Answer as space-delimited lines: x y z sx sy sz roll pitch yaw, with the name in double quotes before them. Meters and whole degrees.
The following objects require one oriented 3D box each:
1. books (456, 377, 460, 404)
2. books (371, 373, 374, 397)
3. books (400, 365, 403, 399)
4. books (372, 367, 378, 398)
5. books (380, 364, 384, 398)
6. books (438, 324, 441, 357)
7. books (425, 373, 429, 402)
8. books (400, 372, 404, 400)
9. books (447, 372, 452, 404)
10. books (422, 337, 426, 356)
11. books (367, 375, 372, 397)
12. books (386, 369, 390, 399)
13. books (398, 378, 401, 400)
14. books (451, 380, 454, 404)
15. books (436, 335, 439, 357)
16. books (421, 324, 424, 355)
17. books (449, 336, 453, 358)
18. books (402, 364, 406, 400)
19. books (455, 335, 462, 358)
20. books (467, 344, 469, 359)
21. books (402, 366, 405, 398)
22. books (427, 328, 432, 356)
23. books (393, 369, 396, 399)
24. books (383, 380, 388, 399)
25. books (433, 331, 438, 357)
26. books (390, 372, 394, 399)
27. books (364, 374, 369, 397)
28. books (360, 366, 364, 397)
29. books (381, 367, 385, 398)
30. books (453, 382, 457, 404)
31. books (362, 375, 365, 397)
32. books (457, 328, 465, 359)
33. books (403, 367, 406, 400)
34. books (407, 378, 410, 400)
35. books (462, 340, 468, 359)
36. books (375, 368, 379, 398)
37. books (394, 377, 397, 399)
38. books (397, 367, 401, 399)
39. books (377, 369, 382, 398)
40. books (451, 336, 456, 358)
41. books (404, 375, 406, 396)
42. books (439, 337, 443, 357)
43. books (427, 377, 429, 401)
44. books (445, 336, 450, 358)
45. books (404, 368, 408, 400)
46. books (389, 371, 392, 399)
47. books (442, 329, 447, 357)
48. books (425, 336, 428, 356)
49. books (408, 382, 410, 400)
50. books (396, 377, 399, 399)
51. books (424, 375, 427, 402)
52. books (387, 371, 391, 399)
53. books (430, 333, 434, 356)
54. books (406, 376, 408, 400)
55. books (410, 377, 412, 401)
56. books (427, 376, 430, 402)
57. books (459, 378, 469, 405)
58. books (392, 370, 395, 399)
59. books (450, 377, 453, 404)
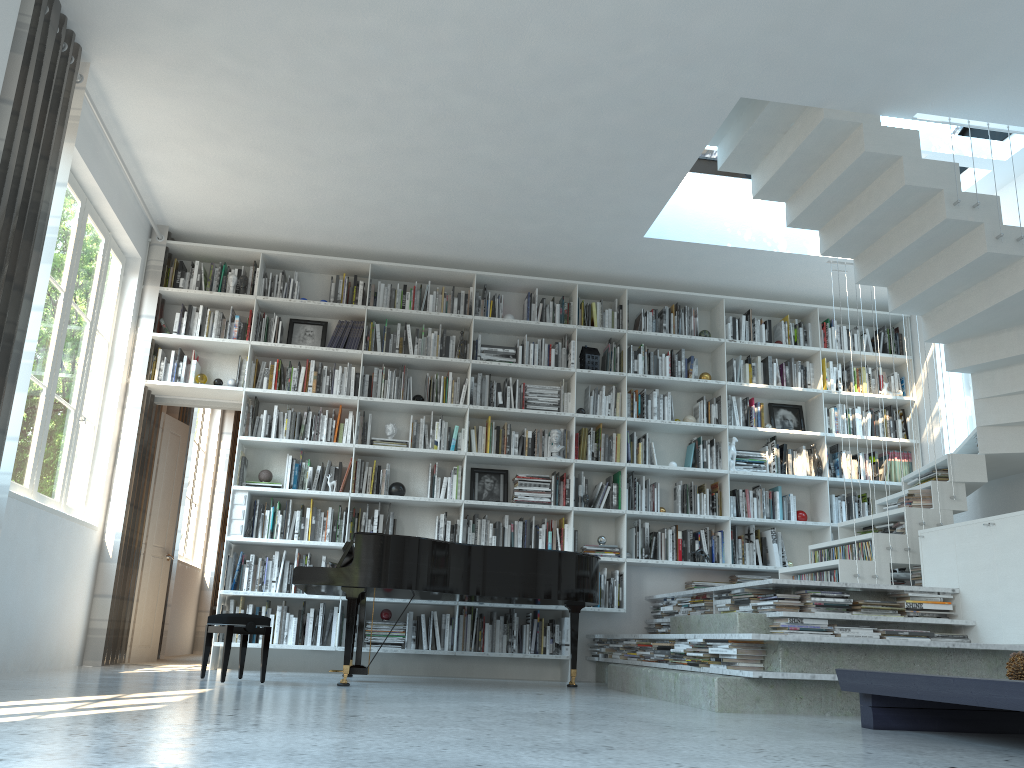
"books" -0.437 0.088 7.054 0.022 0.256 0.155 5 -16 -8
"books" -1.099 0.045 6.965 0.012 0.239 0.134 5 -16 -8
"books" -0.877 0.024 7.008 0.004 0.320 0.153 5 -16 -8
"books" -1.079 0.025 6.966 0.026 0.278 0.151 5 -16 -8
"books" -1.027 0.014 6.988 0.011 0.316 0.155 5 -16 -8
"books" -0.590 -0.306 7.131 0.011 0.312 0.184 5 -16 -8
"books" -0.681 0.064 7.043 0.012 0.275 0.129 5 -16 -8
"books" -0.871 0.051 6.994 0.010 0.261 0.158 5 -16 -8
"books" -0.503 0.069 7.047 0.022 0.283 0.190 5 -16 -8
"books" -0.711 -0.258 7.132 0.024 0.211 0.128 5 -16 -8
"books" -1.119 0.057 6.972 0.024 0.218 0.140 5 -16 -8
"books" -0.977 0.036 6.960 0.009 0.262 0.190 5 -16 -8
"books" -0.889 0.076 7.005 0.012 0.216 0.133 5 -16 -8
"books" -0.479 0.101 7.053 0.011 0.229 0.166 5 -16 -8
"books" -0.605 -0.264 7.128 0.013 0.230 0.142 5 -16 -8
"books" -0.723 -0.312 7.118 0.012 0.307 0.145 5 -16 -8
"books" -0.502 -0.253 7.138 0.022 0.222 0.161 5 -16 -8
"books" -0.859 0.022 7.015 0.005 0.330 0.162 5 -16 -8
"books" -0.438 -0.269 7.149 0.055 0.263 0.167 5 -16 -8
"books" -0.364 -0.220 7.181 0.019 0.193 0.098 5 -16 -8
"books" -0.864 0.029 7.015 0.005 0.315 0.157 5 -16 -8
"books" -0.673 -0.294 7.134 0.026 0.285 0.138 5 -16 -8
"books" -0.928 0.037 6.984 0.011 0.278 0.169 5 -16 -8
"books" -1.000 0.078 6.971 0.029 0.186 0.149 5 -16 -8
"books" -0.625 -0.279 7.132 0.028 0.260 0.136 5 -16 -8
"books" -0.949 0.049 6.988 0.011 0.255 0.152 5 -16 -8
"books" -1.146 0.052 6.970 0.029 0.224 0.137 5 -16 -8
"books" -1.178 0.018 6.966 0.012 0.284 0.160 5 -16 -8
"books" -1.014 0.025 6.965 0.010 0.282 0.184 5 -16 -8
"books" -0.462 0.109 7.054 0.024 0.215 0.142 5 -16 -8
"books" -1.164 0.052 6.941 0.015 0.207 0.186 5 -16 -8
"books" -0.422 -0.286 7.156 0.058 0.301 0.175 5 -16 -8
"books" -0.854 0.034 7.011 0.005 0.304 0.163 5 -16 -8
"books" -0.825 0.080 7.010 0.012 0.217 0.151 5 -16 -8
"books" -0.386 -0.232 7.173 0.028 0.211 0.135 5 -16 -8
"books" -1.060 0.027 6.965 0.012 0.275 0.157 5 -16 -8
"books" -0.918 0.069 6.970 0.011 0.208 0.181 5 -16 -8
"books" -0.895 0.033 6.989 0.011 0.290 0.177 5 -16 -8
"books" -1.043 0.036 6.966 0.024 0.261 0.178 5 -16 -8
"books" -0.481 -0.254 7.158 0.025 0.236 0.153 5 -16 -8
"books" -0.849 0.044 7.006 0.004 0.283 0.167 5 -16 -8
"books" -0.577 -0.251 7.140 0.024 0.213 0.150 5 -16 -8
"books" -0.673 0.082 7.036 0.005 0.238 0.146 5 -16 -8
"books" -0.526 -0.254 7.130 0.030 0.217 0.183 5 -16 -8
"books" -0.839 0.038 6.990 0.011 0.286 0.189 5 -16 -8
"books" -0.960 0.046 6.988 0.010 0.261 0.170 5 -16 -8
"books" -0.554 -0.285 7.156 0.022 0.289 0.147 5 -16 -8
"books" -0.690 -0.262 7.109 0.010 0.208 0.174 5 -16 -8
"books" -0.817 0.084 7.008 0.004 0.209 0.132 5 -16 -8
"books" -0.910 0.069 6.997 0.011 0.225 0.130 5 -16 -8
"books" -0.689 0.072 7.031 0.005 0.253 0.161 5 -16 -8
"books" -0.967 0.043 6.962 0.012 0.251 0.184 5 -16 -8
"books" -0.647 -0.270 7.107 0.021 0.225 0.192 5 -16 -8
"books" -0.836 0.072 7.017 0.009 0.236 0.135 5 -16 -8
"books" -0.799 0.073 7.006 0.031 0.231 0.148 5 -16 -8
"books" -0.665 0.075 7.014 0.005 0.239 0.174 5 -16 -8
"books" -0.392 0.096 7.037 0.064 0.236 0.209 5 -16 -8
"books" -0.937 0.043 6.975 0.009 0.260 0.181 5 -16 -8
"books" -0.488 0.085 7.052 0.010 0.256 0.140 5 -16 -8
